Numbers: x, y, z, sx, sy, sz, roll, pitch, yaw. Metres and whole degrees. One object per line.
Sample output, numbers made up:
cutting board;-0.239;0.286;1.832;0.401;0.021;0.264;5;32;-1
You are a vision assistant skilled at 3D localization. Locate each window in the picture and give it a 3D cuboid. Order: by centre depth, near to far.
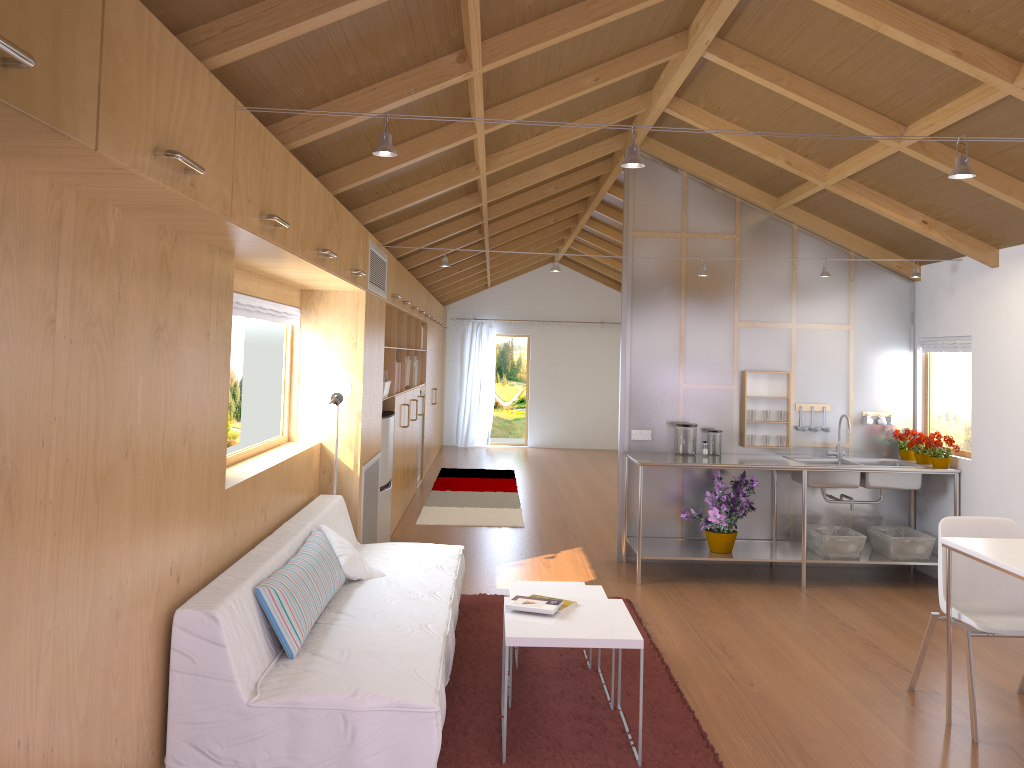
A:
window;-1.311;-0.035;4.482;0.035;0.792;1.494;2;1;-1
window;2.994;0.078;6.011;0.026;0.797;0.723;2;-1;-1
window;-0.161;0.091;14.223;0.874;1.792;0.025;2;-3;-1

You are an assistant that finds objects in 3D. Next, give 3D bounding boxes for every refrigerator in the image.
refrigerator;-1.025;0.715;6.568;0.262;0.990;0.712;2;-1;-1

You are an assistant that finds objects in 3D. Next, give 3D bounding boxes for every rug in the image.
rug;-0.225;1.308;4.003;1.885;0.020;2.477;1;2;-1
rug;-0.395;1.143;9.343;0.916;0.011;3.716;1;2;-1

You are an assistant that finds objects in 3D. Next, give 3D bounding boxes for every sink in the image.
sink;2.326;0.535;6.075;0.810;0.642;0.562;2;-1;-1

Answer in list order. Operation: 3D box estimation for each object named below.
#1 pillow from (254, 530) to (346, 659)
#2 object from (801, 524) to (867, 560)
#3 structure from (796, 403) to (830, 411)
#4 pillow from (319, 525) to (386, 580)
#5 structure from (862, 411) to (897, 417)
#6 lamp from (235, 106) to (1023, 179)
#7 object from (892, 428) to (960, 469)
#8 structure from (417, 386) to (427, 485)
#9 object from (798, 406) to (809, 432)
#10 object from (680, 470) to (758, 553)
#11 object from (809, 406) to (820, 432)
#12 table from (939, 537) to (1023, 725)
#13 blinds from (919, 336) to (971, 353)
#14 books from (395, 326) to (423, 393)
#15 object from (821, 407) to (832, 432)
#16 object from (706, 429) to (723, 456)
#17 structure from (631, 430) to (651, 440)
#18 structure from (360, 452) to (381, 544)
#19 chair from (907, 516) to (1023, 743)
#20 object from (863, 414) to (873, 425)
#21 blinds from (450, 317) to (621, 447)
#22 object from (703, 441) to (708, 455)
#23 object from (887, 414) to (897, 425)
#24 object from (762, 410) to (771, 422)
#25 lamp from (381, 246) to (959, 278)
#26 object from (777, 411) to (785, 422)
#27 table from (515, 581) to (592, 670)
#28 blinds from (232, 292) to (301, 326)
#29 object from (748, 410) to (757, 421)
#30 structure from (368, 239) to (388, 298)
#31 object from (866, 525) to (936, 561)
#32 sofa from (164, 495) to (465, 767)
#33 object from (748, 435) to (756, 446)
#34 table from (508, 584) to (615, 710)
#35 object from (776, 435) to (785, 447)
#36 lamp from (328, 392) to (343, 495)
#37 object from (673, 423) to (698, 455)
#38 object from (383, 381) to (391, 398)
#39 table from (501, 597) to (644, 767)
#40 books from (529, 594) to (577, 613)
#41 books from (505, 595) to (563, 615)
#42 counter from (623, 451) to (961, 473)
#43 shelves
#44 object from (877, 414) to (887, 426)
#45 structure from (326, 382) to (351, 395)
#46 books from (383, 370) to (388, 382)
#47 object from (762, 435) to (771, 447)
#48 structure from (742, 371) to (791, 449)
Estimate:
pillow;-0.840;0.827;3.625;0.171;0.252;1.040;2;1;-1
object;2.159;1.062;5.951;0.298;0.159;0.414;1;1;-1
structure;2.172;0.169;6.374;0.250;0.051;0.016;1;-2;-1
pillow;-0.775;0.808;4.250;0.267;0.252;0.345;2;0;-37
structure;2.658;0.218;6.369;0.250;0.032;0.041;1;0;-1
lamp;1.116;-0.690;2.592;3.827;0.153;0.072;1;-2;-1
object;2.816;0.434;6.047;0.233;0.235;0.687;2;1;-1
structure;-1.133;0.558;9.725;0.315;1.082;0.723;2;-1;-1
object;2.084;0.251;6.329;0.074;0.183;0.074;0;-2;30
object;1.414;0.844;5.902;0.524;0.554;0.351;2;-1;-10
object;2.170;0.253;6.331;0.074;0.183;0.074;0;-2;30
table;2.359;1.030;3.183;1.209;0.745;0.897;2;0;-1
blinds;2.962;-0.268;6.026;0.047;0.111;0.724;2;2;-1
books;-1.062;-0.294;8.577;0.189;0.659;3.104;2;2;-1
object;2.255;0.256;6.332;0.074;0.183;0.074;0;-2;30
object;1.432;0.413;6.257;0.113;0.177;0.113;1;-2;20
structure;0.928;0.366;6.343;0.142;0.071;0.011;1;-3;-1
structure;-0.915;0.844;5.716;0.013;0.723;0.818;2;0;-1
chair;2.041;0.985;3.695;0.531;0.788;0.545;2;-1;-1
object;2.565;0.254;6.360;0.059;0.080;0.062;2;-1;-1
blinds;0.402;-0.006;14.076;2.847;2.044;0.232;2;-3;-2
object;1.346;0.443;6.157;0.037;0.093;0.037;1;-2;14
object;2.737;0.258;6.364;0.059;0.080;0.062;2;-1;-1
object;1.822;0.229;6.326;0.061;0.077;0.061;2;-1;-27
lamp;1.048;-0.789;5.780;3.827;0.153;0.072;1;-2;-1
object;1.925;0.231;6.328;0.061;0.077;0.061;2;-1;-27
table;0.190;1.143;4.215;0.342;0.309;0.369;2;0;-1
blinds;-1.251;-0.374;4.499;0.047;0.111;1.495;2;2;-1
object;1.718;0.226;6.324;0.061;0.077;0.061;1;-1;11
structure;-0.873;-0.737;5.767;0.013;0.301;0.901;2;1;-1
object;2.613;1.074;5.961;0.298;0.159;0.414;1;1;-1
sofa;-0.670;0.987;3.899;0.862;0.630;2.351;2;1;-1
object;1.713;0.404;6.315;0.061;0.077;0.061;1;-1;11
table;0.199;1.118;3.817;0.424;0.384;0.458;2;0;-1
object;1.920;0.409;6.319;0.061;0.077;0.061;2;-1;-27
lamp;-1.009;0.647;5.070;0.182;1.201;0.254;3;-3;-25
object;1.223;0.387;6.234;0.172;0.216;0.171;1;-1;12
object;-1.021;0.038;6.589;0.203;0.123;0.349;2;1;-1
table;0.210;1.105;3.357;0.485;0.439;0.523;2;0;-1
books;0.138;0.876;3.519;0.193;0.016;0.152;2;2;28
books;0.088;0.861;3.450;0.193;0.016;0.152;2;2;18
counter;1.859;0.530;6.039;2.109;0.021;0.649;1;2;-1
shelves;1.848;0.925;6.021;2.092;0.755;0.631;1;-1;-1
object;2.659;0.258;6.357;0.059;0.081;0.062;1;-1;6
structure;-1.027;0.025;5.233;0.142;0.071;0.011;1;-3;-1
books;-1.025;-0.008;6.715;0.150;0.193;0.088;2;-2;-1
object;1.817;0.406;6.317;0.061;0.077;0.061;2;-1;-27
structure;1.823;0.183;6.336;0.328;0.547;0.076;2;-3;-1
